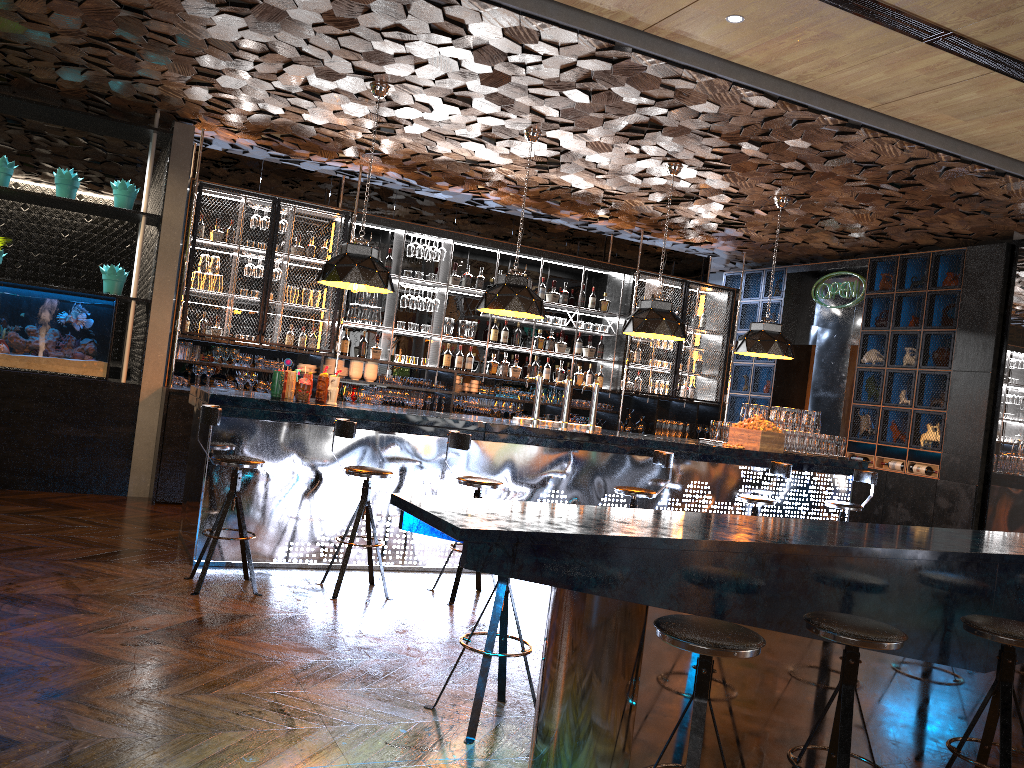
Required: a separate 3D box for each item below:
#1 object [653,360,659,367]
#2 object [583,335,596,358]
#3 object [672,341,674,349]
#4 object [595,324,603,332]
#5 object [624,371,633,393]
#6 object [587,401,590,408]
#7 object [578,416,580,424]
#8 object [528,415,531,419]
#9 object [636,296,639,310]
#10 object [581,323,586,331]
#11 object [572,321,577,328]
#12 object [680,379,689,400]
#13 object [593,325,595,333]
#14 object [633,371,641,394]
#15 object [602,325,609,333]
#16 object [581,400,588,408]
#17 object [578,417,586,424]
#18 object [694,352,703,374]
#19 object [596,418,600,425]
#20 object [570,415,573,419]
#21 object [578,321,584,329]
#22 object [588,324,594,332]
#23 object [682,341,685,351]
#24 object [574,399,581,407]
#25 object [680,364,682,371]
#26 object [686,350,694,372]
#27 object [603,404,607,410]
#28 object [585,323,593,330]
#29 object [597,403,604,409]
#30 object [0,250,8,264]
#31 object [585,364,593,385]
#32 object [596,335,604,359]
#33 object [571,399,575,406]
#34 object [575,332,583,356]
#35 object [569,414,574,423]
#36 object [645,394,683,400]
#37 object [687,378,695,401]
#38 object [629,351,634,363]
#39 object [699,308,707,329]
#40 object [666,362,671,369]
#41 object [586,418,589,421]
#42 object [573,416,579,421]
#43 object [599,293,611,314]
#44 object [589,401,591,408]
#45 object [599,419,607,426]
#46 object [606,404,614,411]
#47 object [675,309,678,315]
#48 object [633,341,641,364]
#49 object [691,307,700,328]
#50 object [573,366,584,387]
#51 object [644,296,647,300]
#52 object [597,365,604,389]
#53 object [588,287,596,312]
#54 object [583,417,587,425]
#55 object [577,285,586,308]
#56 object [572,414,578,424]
[{"bbox_3d":[1.794,-0.257,11.140,0.089,0.092,0.089,7,-1,-41],"label":"object"},{"bbox_3d":[0.944,-0.456,10.802,0.123,0.279,0.123,7,-1,-37],"label":"object"},{"bbox_3d":[2.074,-0.560,11.249,0.092,0.244,0.092,7,-1,-31],"label":"object"},{"bbox_3d":[1.054,-0.679,10.781,0.089,0.092,0.089,7,0,14],"label":"object"},{"bbox_3d":[1.436,-0.027,11.058,0.123,0.279,0.123,7,-1,-37],"label":"object"},{"bbox_3d":[0.911,0.244,10.727,0.084,0.082,0.084,7,0,-19],"label":"object"},{"bbox_3d":[0.831,0.474,10.883,0.106,0.148,0.106,7,0,14],"label":"object"},{"bbox_3d":[0.197,0.418,10.422,0.067,0.099,0.067,7,-1,36],"label":"object"},{"bbox_3d":[1.530,-0.957,11.056,0.123,0.279,0.123,7,0,-17],"label":"object"},{"bbox_3d":[0.853,-0.703,10.886,0.089,0.092,0.089,7,-1,-40],"label":"object"},{"bbox_3d":[0.779,-0.713,10.813,0.089,0.092,0.089,7,0,19],"label":"object"},{"bbox_3d":[2.230,0.071,11.457,0.083,0.282,0.083,7,-1,-41],"label":"object"},{"bbox_3d":[1.051,-0.678,10.968,0.089,0.092,0.089,7,0,14],"label":"object"},{"bbox_3d":[1.581,-0.020,11.147,0.086,0.299,0.086,7,0,23],"label":"object"},{"bbox_3d":[1.142,-0.668,10.830,0.089,0.092,0.089,7,-1,-40],"label":"object"},{"bbox_3d":[0.863,0.237,10.595,0.084,0.082,0.084,7,0,-8],"label":"object"},{"bbox_3d":[0.828,0.471,10.623,0.106,0.148,0.106,7,0,-7],"label":"object"},{"bbox_3d":[2.433,-0.269,11.536,0.083,0.282,0.083,7,0,-16],"label":"object"},{"bbox_3d":[1.039,0.497,10.832,0.107,0.152,0.107,7,0,-12],"label":"object"},{"bbox_3d":[0.727,0.460,10.834,0.106,0.148,0.106,7,0,-7],"label":"object"},{"bbox_3d":[0.818,-0.709,10.677,0.089,0.092,0.089,7,-1,-40],"label":"object"},{"bbox_3d":[0.958,-0.690,10.909,0.089,0.092,0.089,7,-1,-40],"label":"object"},{"bbox_3d":[2.167,-0.548,11.294,0.092,0.244,0.092,7,-1,-31],"label":"object"},{"bbox_3d":[0.775,0.226,10.554,0.084,0.082,0.084,7,0,-25],"label":"object"},{"bbox_3d":[2.131,-0.214,11.348,0.089,0.092,0.089,7,-1,-41],"label":"object"},{"bbox_3d":[2.311,-0.294,11.480,0.086,0.299,0.086,7,0,23],"label":"object"},{"bbox_3d":[1.139,0.279,10.823,0.098,0.070,0.088,7,0,1],"label":"object"},{"bbox_3d":[0.935,-0.694,10.766,0.089,0.092,0.089,7,0,-26],"label":"object"},{"bbox_3d":[1.072,0.270,10.737,0.088,0.070,0.098,7,0,10],"label":"object"},{"bbox_3d":[-4.729,-1.115,7.990,0.245,0.325,0.265,7,0,29],"label":"object"},{"bbox_3d":[0.950,-0.099,10.853,0.086,0.298,0.086,7,0,23],"label":"object"},{"bbox_3d":[1.090,-0.449,10.891,0.086,0.299,0.086,7,0,23],"label":"object"},{"bbox_3d":[0.701,0.217,10.521,0.084,0.082,0.084,7,-1,-33],"label":"object"},{"bbox_3d":[0.810,-0.484,10.761,0.086,0.298,0.086,7,0,23],"label":"object"},{"bbox_3d":[0.675,0.439,10.499,0.089,0.174,0.089,7,0,25],"label":"object"},{"bbox_3d":[1.931,0.166,11.259,0.437,0.019,0.273,7,0,-26],"label":"object"},{"bbox_3d":[2.337,0.078,11.523,0.086,0.298,0.086,7,0,23],"label":"object"},{"bbox_3d":[1.442,-0.377,11.058,0.151,0.248,0.094,7,0,-17],"label":"object"},{"bbox_3d":[2.497,-0.845,11.567,0.086,0.298,0.086,7,0,28],"label":"object"},{"bbox_3d":[2.025,-0.227,11.447,0.089,0.092,0.089,7,-1,-41],"label":"object"},{"bbox_3d":[0.932,0.485,10.675,0.106,0.148,0.106,7,0,-16],"label":"object"},{"bbox_3d":[0.780,0.466,10.729,0.106,0.148,0.106,7,0,7],"label":"object"},{"bbox_3d":[1.137,-0.991,10.881,0.151,0.248,0.094,7,0,3],"label":"object"},{"bbox_3d":[0.970,0.251,10.646,0.084,0.082,0.084,7,-1,-43],"label":"object"},{"bbox_3d":[1.090,0.503,10.726,0.107,0.152,0.107,7,0,0],"label":"object"},{"bbox_3d":[1.184,0.283,10.735,0.088,0.070,0.098,7,0,-16],"label":"object"},{"bbox_3d":[2.130,-0.884,11.360,0.083,0.282,0.083,7,-1,-41],"label":"object"},{"bbox_3d":[1.577,-0.385,11.138,0.086,0.298,0.086,7,0,23],"label":"object"},{"bbox_3d":[2.382,-0.851,11.482,0.083,0.282,0.083,7,0,-11],"label":"object"},{"bbox_3d":[0.815,-0.091,10.774,0.151,0.248,0.094,7,0,-17],"label":"object"},{"bbox_3d":[1.659,-0.951,11.136,0.086,0.297,0.086,7,0,23],"label":"object"},{"bbox_3d":[1.086,-0.081,10.904,0.080,0.299,0.080,7,0,-23],"label":"object"},{"bbox_3d":[0.983,-1.037,10.841,0.086,0.298,0.086,7,0,23],"label":"object"},{"bbox_3d":[0.882,0.479,10.780,0.106,0.148,0.106,7,0,3],"label":"object"},{"bbox_3d":[0.848,-1.055,10.745,0.086,0.299,0.086,7,0,23],"label":"object"},{"bbox_3d":[0.746,0.449,10.599,0.089,0.174,0.089,7,0,25],"label":"object"}]
